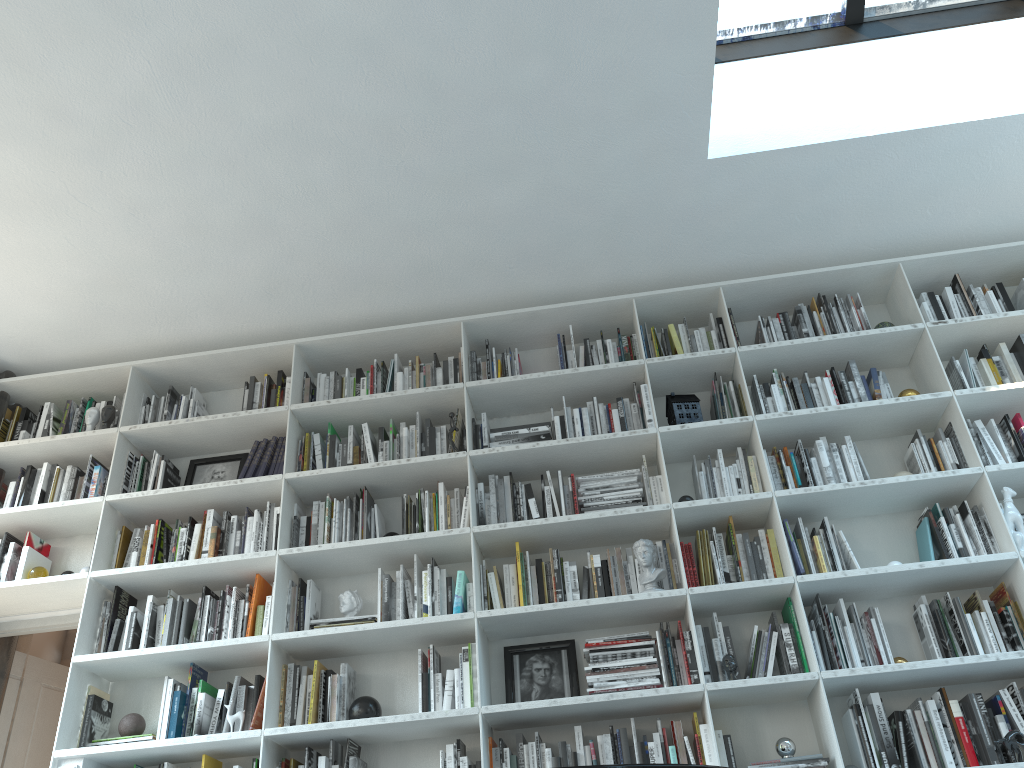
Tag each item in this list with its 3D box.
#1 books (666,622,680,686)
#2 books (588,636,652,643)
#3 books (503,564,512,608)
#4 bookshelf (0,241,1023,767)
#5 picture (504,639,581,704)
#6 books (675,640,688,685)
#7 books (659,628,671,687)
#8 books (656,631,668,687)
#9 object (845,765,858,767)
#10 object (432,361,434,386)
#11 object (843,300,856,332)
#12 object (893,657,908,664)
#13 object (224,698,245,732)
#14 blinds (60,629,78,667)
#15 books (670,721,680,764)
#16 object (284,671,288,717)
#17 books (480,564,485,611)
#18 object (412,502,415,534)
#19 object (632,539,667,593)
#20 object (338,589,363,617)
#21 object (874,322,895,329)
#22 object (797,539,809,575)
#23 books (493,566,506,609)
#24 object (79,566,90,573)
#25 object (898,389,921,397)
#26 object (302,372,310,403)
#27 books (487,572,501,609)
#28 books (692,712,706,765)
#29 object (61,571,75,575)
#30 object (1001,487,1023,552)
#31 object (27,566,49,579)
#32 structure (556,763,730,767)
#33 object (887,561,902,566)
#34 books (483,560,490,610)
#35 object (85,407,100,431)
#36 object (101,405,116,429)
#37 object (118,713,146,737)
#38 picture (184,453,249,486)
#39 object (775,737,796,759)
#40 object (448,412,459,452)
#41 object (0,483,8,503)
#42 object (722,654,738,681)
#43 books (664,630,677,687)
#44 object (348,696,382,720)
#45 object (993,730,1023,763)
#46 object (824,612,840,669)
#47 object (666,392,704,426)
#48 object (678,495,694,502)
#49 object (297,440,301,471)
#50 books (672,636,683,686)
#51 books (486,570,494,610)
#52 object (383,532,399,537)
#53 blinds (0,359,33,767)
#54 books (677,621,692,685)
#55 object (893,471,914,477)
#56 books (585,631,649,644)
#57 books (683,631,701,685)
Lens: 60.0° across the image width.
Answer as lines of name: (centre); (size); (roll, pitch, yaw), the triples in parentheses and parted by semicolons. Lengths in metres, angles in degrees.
books: (0.642, 1.113, 3.533); (0.011, 0.286, 0.153); (-7, -33, 4)
books: (0.435, 1.061, 3.593); (0.254, 0.012, 0.162); (-6, -34, 2)
books: (-0.008, 0.909, 3.772); (0.026, 0.246, 0.140); (-7, -33, 4)
bookshelf: (0.501, 0.983, 3.560); (6.297, 3.124, 0.332); (-7, -33, 4)
picture: (0.121, 1.199, 3.616); (0.300, 0.298, 0.078); (-7, -33, 4)
books: (0.673, 1.141, 3.516); (0.021, 0.216, 0.133); (-7, -33, 4)
books: (0.607, 1.123, 3.519); (0.011, 0.259, 0.185); (-7, -33, 4)
books: (0.596, 1.129, 3.521); (0.012, 0.252, 0.161); (-7, -33, 4)
object: (1.232, 1.419, 3.212); (0.072, 0.072, 0.072); (17, -39, -30)
object: (-0.372, 0.030, 4.388); (0.010, 0.245, 0.158); (-7, -33, 4)
object: (1.626, -0.249, 4.259); (0.006, 0.296, 0.130); (-7, -33, 4)
object: (1.485, 1.082, 3.396); (0.072, 0.072, 0.072); (17, -39, -30)
object: (-1.092, 1.309, 3.481); (0.081, 0.139, 0.044); (2, -34, -10)
blinds: (-2.365, 2.068, 4.957); (0.140, 3.212, 0.780); (-7, -33, 4)
books: (0.624, 1.430, 3.345); (0.010, 0.282, 0.132); (-7, -33, 4)
object: (-0.906, 1.328, 3.651); (0.012, 0.269, 0.131); (-7, -33, 4)
books: (-0.114, 0.918, 3.778); (0.012, 0.252, 0.161); (-7, -33, 4)
object: (-0.430, 0.665, 3.998); (0.010, 0.224, 0.143); (-7, -33, 4)
object: (0.555, 0.757, 3.606); (0.137, 0.242, 0.138); (13, -37, -24)
object: (-0.700, 0.961, 3.836); (0.095, 0.156, 0.122); (-15, -35, 15)
object: (1.732, -0.237, 4.116); (0.104, 0.104, 0.104); (17, -39, -30)
object: (1.200, 0.764, 3.667); (0.013, 0.207, 0.140); (-7, -33, 4)
books: (-0.043, 0.911, 3.765); (0.042, 0.240, 0.163); (-7, -33, 4)
object: (-1.936, 0.868, 4.045); (0.071, 0.072, 0.072); (5, -35, -15)
object: (1.759, 0.072, 3.920); (0.100, 0.101, 0.101); (5, -35, -15)
object: (-1.020, 0.099, 4.447); (0.012, 0.283, 0.160); (-7, -33, 4)
books: (-0.061, 0.921, 3.748); (0.053, 0.207, 0.157); (-7, -33, 4)
books: (0.711, 1.406, 3.335); (0.011, 0.298, 0.150); (-7, -33, 4)
object: (-2.038, 0.893, 4.069); (0.071, 0.072, 0.072); (5, -35, -15)
object: (1.976, 0.540, 3.491); (0.087, 0.286, 0.075); (-29, -41, 32)
object: (-2.159, 0.875, 4.041); (0.087, 0.087, 0.087); (17, -39, -30)
structure: (-0.276, 1.443, 2.109); (1.918, 0.828, 1.342); (-7, -34, 4)
object: (1.541, 0.747, 3.561); (0.072, 0.072, 0.072); (17, -39, -30)
books: (-0.103, 0.910, 3.793); (0.010, 0.280, 0.141); (-7, -33, 4)
object: (-2.074, 0.199, 4.367); (0.068, 0.197, 0.067); (22, -42, -35)
object: (-1.994, 0.189, 4.362); (0.068, 0.197, 0.067); (22, -42, -35)
object: (-1.566, 1.413, 3.655); (0.105, 0.106, 0.106); (5, -35, -15)
picture: (-1.450, 0.476, 4.326); (0.300, 0.298, 0.078); (-7, -33, 4)
object: (0.993, 1.321, 3.217); (0.072, 0.072, 0.072); (17, -39, -30)
object: (-0.262, 0.240, 4.063); (0.075, 0.253, 0.076); (4, -34, -14)
object: (-2.557, 0.592, 4.348); (0.035, 0.294, 0.177); (-7, -33, 4)
object: (0.823, 1.070, 3.333); (0.054, 0.113, 0.080); (-7, -33, 3)
books: (0.631, 1.128, 3.526); (0.013, 0.254, 0.163); (-7, -33, 4)
object: (-0.589, 1.323, 3.560); (0.134, 0.134, 0.134); (17, -39, -30)
object: (1.753, 1.253, 3.060); (0.160, 0.113, 0.065); (0, -34, -6)
object: (1.253, 1.050, 3.494); (0.007, 0.264, 0.135); (-7, -33, 4)
object: (0.786, 0.144, 4.042); (0.135, 0.247, 0.136); (-2, -33, -4)
object: (0.743, 0.511, 3.778); (0.072, 0.072, 0.072); (17, -39, -30)
object: (-0.994, 0.416, 4.238); (0.012, 0.252, 0.161); (-7, -33, 4)
books: (0.656, 1.138, 3.523); (0.013, 0.231, 0.135); (-7, -33, 4)
books: (-0.091, 0.928, 3.778); (0.011, 0.234, 0.142); (-7, -33, 4)
object: (-0.531, 0.704, 3.928); (0.097, 0.097, 0.097); (17, -39, -30)
blinds: (-2.516, 1.425, 3.973); (0.140, 3.212, 0.780); (-7, -33, 4)
books: (0.684, 1.104, 3.517); (0.011, 0.278, 0.187); (-7, -33, 4)
object: (1.682, 0.430, 3.799); (0.111, 0.112, 0.112); (5, -35, -15)
books: (0.434, 1.049, 3.598); (0.254, 0.012, 0.161); (-10, -34, 7)
books: (0.707, 1.116, 3.493); (0.034, 0.228, 0.200); (-7, -33, 4)
